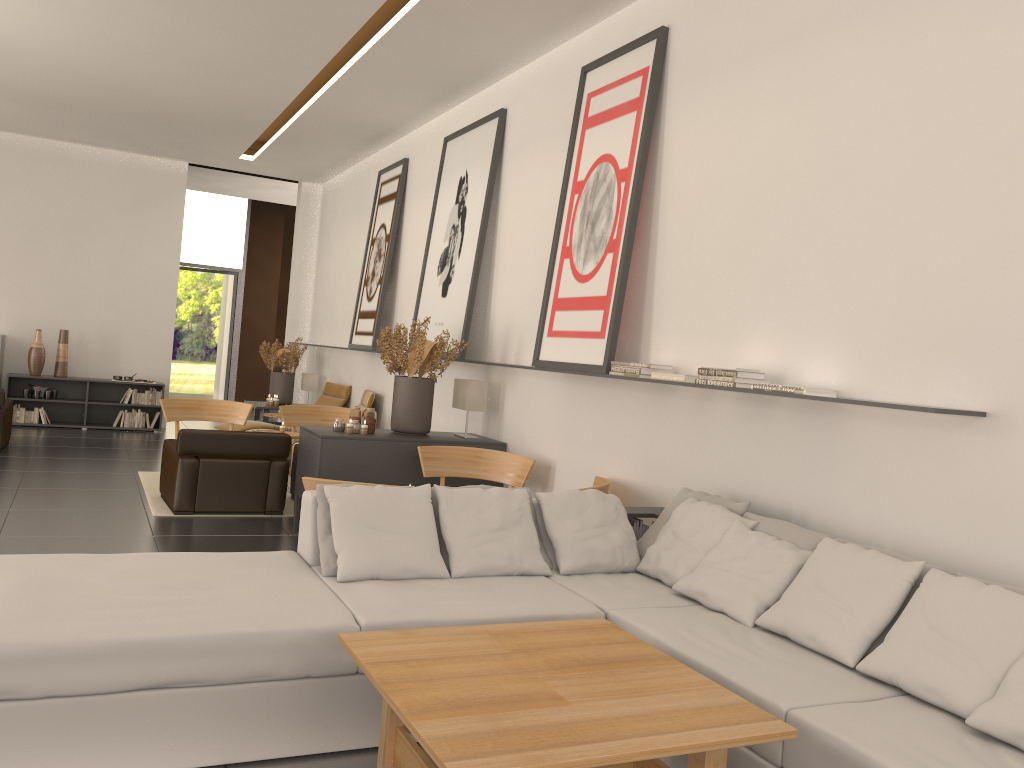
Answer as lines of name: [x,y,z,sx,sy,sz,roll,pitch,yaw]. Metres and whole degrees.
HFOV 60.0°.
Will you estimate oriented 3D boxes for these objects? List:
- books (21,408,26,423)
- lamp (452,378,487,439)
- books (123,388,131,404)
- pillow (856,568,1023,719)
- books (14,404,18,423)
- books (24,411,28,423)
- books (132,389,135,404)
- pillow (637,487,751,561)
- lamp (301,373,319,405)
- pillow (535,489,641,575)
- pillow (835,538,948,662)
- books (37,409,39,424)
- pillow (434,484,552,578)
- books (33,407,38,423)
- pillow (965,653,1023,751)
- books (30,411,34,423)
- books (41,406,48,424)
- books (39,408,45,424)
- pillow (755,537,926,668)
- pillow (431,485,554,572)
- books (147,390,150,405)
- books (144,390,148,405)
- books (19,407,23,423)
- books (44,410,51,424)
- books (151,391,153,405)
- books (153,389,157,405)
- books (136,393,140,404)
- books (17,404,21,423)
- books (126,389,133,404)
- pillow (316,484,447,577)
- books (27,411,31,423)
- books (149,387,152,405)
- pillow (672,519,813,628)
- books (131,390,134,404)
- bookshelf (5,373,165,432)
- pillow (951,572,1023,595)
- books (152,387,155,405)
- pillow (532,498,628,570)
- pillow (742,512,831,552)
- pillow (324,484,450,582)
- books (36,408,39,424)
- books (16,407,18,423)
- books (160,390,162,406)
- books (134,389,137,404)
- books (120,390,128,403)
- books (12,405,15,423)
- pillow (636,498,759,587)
books: [-10.322,0.660,18.729,0.054,0.311,0.244,5,1,-26]
lamp: [-0.579,0.326,11.732,0.257,0.757,0.515,5,1,-26]
books: [-8.504,0.253,19.586,0.138,0.354,0.236,5,1,-26]
pillow: [2.335,1.334,4.639,0.585,0.598,0.802,5,1,-26]
books: [-10.452,0.613,18.677,0.029,0.385,0.220,5,1,-26]
books: [-10.291,0.692,18.788,0.054,0.249,0.167,5,1,-26]
books: [-8.384,0.276,19.635,0.019,0.324,0.254,5,1,-26]
pillow: [1.372,1.178,7.022,0.643,0.658,0.884,5,1,-26]
lamp: [-4.591,0.140,20.036,0.257,0.756,0.515,5,1,-26]
pillow: [0.615,1.152,6.987,0.796,0.580,0.626,4,1,-25]
pillow: [2.108,1.310,5.434,0.549,0.581,0.920,5,1,-26]
books: [-10.070,0.682,18.853,0.017,0.305,0.239,5,1,-26]
pillow: [-0.157,1.087,6.603,0.801,0.595,0.596,4,1,-25]
books: [-10.133,0.665,18.851,0.054,0.328,0.187,5,1,-26]
pillow: [2.599,1.422,3.979,0.590,0.562,0.804,4,1,-31]
books: [-10.191,0.700,18.836,0.054,0.249,0.167,5,1,-26]
books: [-9.970,0.666,18.902,0.138,0.354,0.236,5,1,-26]
books: [-10.001,0.680,18.879,0.130,0.322,0.252,5,1,-26]
pillow: [1.983,1.282,5.373,0.585,0.598,0.802,5,1,-26]
pillow: [-0.160,1.101,6.754,0.918,0.591,0.558,4,1,-26]
books: [-8.111,0.300,19.777,0.039,0.318,0.236,5,1,-26]
books: [-8.153,0.300,19.753,0.054,0.311,0.244,5,1,-26]
books: [-10.366,0.653,18.711,0.039,0.318,0.236,5,1,-26]
books: [-9.916,0.701,18.921,0.142,0.289,0.252,5,1,-26]
books: [-8.053,0.312,19.817,0.017,0.302,0.215,5,1,-26]
books: [-7.997,0.288,19.846,0.039,0.358,0.210,5,1,-26]
books: [-8.322,0.318,19.715,0.054,0.249,0.167,5,1,-26]
books: [-10.401,0.618,18.695,0.039,0.384,0.233,5,1,-26]
books: [-8.469,0.273,19.595,0.130,0.322,0.252,5,1,-26]
pillow: [-0.947,1.043,6.376,0.918,0.577,0.549,4,1,-26]
books: [-10.241,0.696,18.812,0.054,0.249,0.167,5,1,-26]
books: [-8.072,0.270,19.796,0.039,0.384,0.233,5,1,-26]
pillow: [1.594,1.274,6.072,0.590,0.562,0.804,4,1,-31]
books: [-8.407,0.284,19.633,0.017,0.305,0.239,5,1,-26]
bookshelf: [-9.310,0.423,19.401,3.078,1.079,0.741,4,1,-26]
pillow: [2.493,1.367,4.632,0.549,0.581,0.920,5,1,-26]
books: [-8.026,0.272,19.826,0.029,0.385,0.220,5,1,-26]
pillow: [0.614,1.198,7.152,0.917,0.510,0.616,4,1,-24]
pillow: [1.720,1.253,6.241,0.549,0.581,0.920,5,1,-26]
pillow: [-0.887,1.031,6.248,0.801,0.598,0.585,4,1,-26]
books: [-10.084,0.671,18.838,0.019,0.324,0.254,5,1,-26]
books: [-10.435,0.656,18.690,0.017,0.302,0.215,5,1,-26]
books: [-7.879,0.307,19.880,0.022,0.338,0.253,5,1,-26]
books: [-8.365,0.275,19.681,0.054,0.328,0.187,5,1,-26]
books: [-8.556,0.281,19.553,0.142,0.289,0.252,5,1,-26]
books: [-10.488,0.624,18.666,0.039,0.358,0.210,5,1,-26]
pillow: [1.351,1.207,6.690,0.586,0.596,0.819,5,1,-25]
